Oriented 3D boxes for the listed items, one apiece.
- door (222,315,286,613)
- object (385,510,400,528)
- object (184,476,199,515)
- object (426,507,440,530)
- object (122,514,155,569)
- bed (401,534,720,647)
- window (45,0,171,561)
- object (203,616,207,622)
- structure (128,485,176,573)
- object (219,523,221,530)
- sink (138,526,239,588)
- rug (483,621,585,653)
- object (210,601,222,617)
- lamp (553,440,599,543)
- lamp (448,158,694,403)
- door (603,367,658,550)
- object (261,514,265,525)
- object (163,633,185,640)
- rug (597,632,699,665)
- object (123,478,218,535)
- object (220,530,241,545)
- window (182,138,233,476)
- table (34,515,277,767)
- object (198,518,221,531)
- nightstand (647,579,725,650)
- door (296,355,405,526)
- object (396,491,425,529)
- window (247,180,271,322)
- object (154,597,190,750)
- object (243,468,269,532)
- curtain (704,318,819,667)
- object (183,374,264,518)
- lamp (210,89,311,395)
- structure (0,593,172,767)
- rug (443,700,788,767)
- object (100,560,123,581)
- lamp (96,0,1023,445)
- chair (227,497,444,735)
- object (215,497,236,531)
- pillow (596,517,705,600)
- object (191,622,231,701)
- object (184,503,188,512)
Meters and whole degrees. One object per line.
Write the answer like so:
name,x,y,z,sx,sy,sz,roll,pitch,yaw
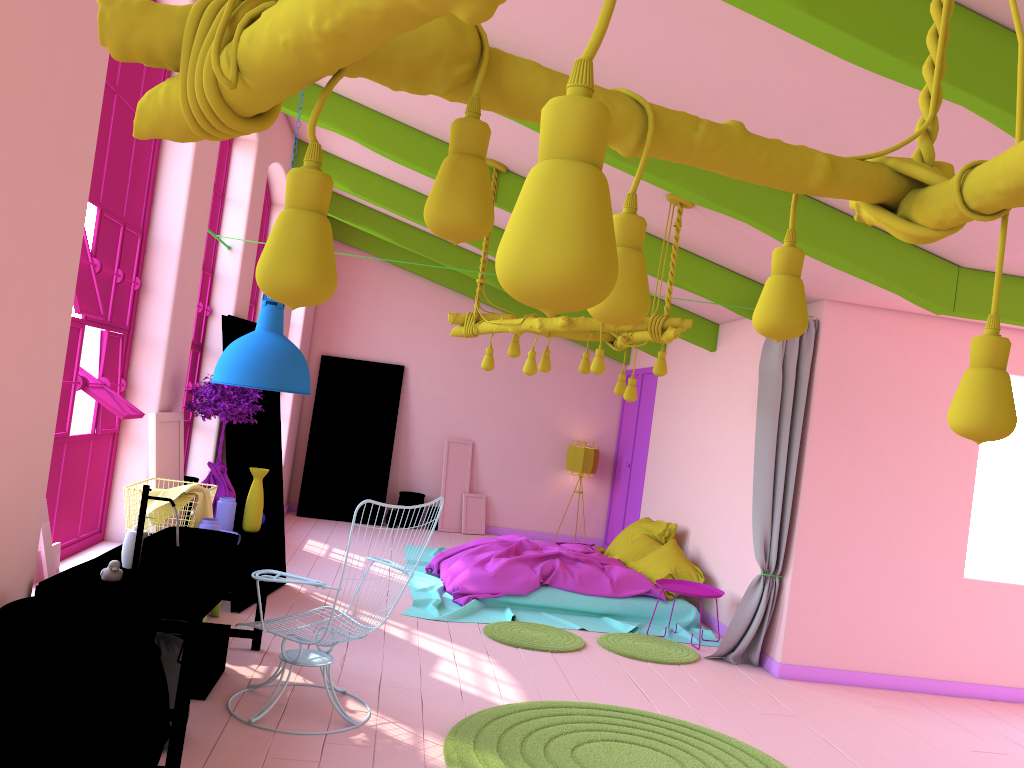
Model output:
door,-2.073,0.610,7.190,0.450,2.210,1.154,8,-1,3
object,-1.610,1.823,11.958,0.199,0.234,0.199,9,-2,-39
object,-2.369,0.801,6.355,0.223,0.272,0.223,8,-2,-19
object,-1.075,1.870,12.318,0.260,0.306,0.261,7,-2,26
object,-1.697,0.739,4.261,0.165,0.250,0.411,7,-2,29
bed,0.295,1.842,9.077,2.803,0.514,3.577,8,-2,-7
window,-2.065,-0.602,4.378,0.492,3.003,1.497,8,-1,-7
object,-2.185,1.299,6.096,0.218,0.733,0.451,8,-1,-7
structure,-1.634,0.663,4.009,0.166,0.396,0.087,8,-1,3
object,-1.652,0.830,4.911,0.065,0.118,0.065,6,-2,42
sink,-1.467,0.787,4.054,0.340,0.194,0.609,8,-2,-7
rug,0.173,2.000,7.037,0.793,0.021,0.792,8,-2,-24
object,-2.169,1.448,6.428,0.137,0.462,0.284,8,-1,-22
lamp,0.950,1.538,12.431,0.491,1.466,0.477,7,-1,23
lamp,0.641,-1.037,6.486,1.611,2.264,1.775,8,-2,-25
door,1.590,1.072,11.966,0.108,2.590,1.677,8,-1,-7
object,-1.628,0.793,5.632,0.132,0.219,0.132,7,-1,10
object,-1.876,1.433,4.832,0.300,0.448,0.672,8,-2,-31
rug,1.094,2.126,7.147,0.792,0.021,0.793,7,-2,21
object,-1.779,0.684,4.695,0.444,0.369,0.633,8,-2,-7
object,-1.603,0.863,4.984,0.137,0.076,0.076,7,-2,13
window,-2.289,-0.577,6.285,0.072,3.046,1.275,8,-1,-7
table,-1.776,1.261,4.667,0.655,0.820,2.193,8,-2,-7
object,-1.557,0.791,4.542,0.109,0.197,0.109,8,-1,-14
nightstand,1.509,1.978,7.669,0.595,0.458,0.596,7,-2,31
door,-2.192,0.758,12.130,1.153,2.210,0.450,8,-1,-7
object,-1.402,1.734,12.205,0.385,0.471,0.386,7,-2,36
window,-2.531,-0.537,8.177,0.214,3.009,1.514,8,-1,-7
object,-0.065,0.972,0.591,2.827,1.579,7.866,8,-2,-6
object,-1.575,0.711,5.439,0.116,0.383,0.116,8,-2,-33
curtain,2.031,0.853,7.051,0.519,2.785,0.525,8,-1,-26
object,-1.808,0.400,5.467,0.502,0.950,0.441,6,-2,43
lamp,-1.212,-0.965,4.779,0.528,2.001,0.529,7,-1,25
structure,-1.596,1.225,3.168,0.718,0.844,0.717,9,-2,-39
rug,0.598,1.963,4.527,1.890,0.050,1.888,8,-2,-19
object,-1.702,0.790,3.781,0.088,0.088,0.086,7,-2,10
lamp,0.549,-1.036,0.892,1.611,2.264,1.775,8,-2,-25
chair,-1.001,1.162,4.799,0.924,1.238,1.079,7,-2,28
object,-1.728,0.786,5.349,0.109,0.197,0.109,7,-2,31
pillow,1.357,1.832,9.465,0.849,0.822,2.617,8,-2,-17
object,-1.874,1.532,4.978,0.446,0.277,0.521,8,-2,-7
object,-2.344,0.823,6.147,0.182,0.222,0.182,8,-2,-24
